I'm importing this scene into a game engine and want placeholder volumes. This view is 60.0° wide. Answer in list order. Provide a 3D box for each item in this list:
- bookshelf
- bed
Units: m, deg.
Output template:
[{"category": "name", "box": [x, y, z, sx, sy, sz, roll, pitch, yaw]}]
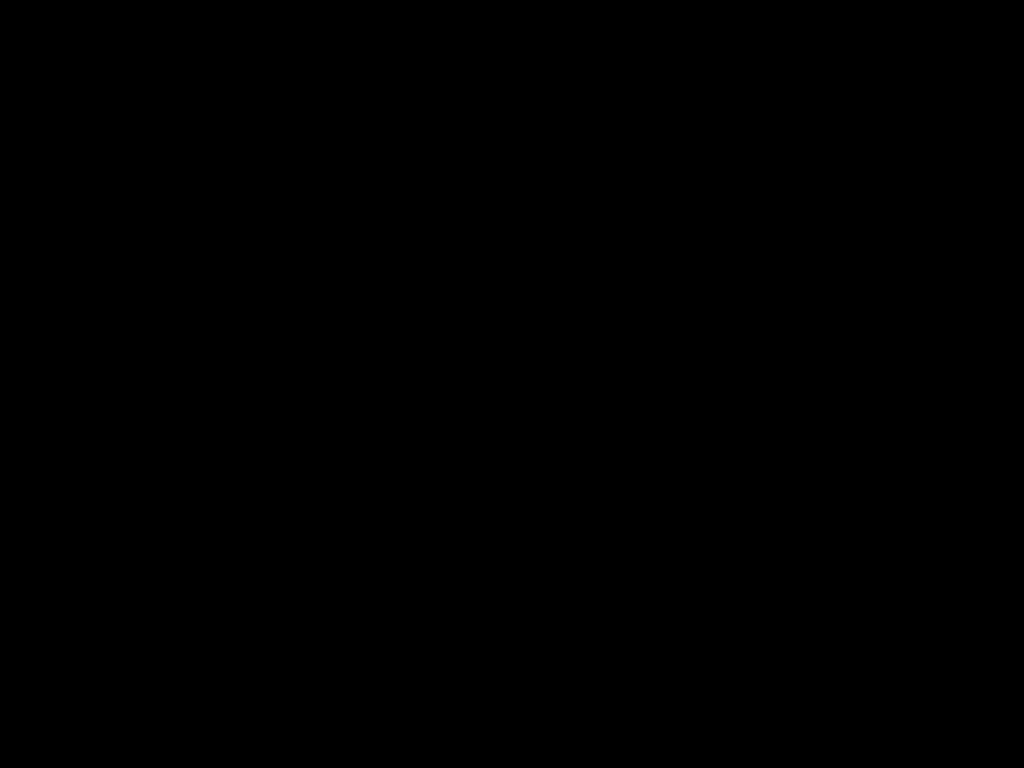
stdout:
[{"category": "bookshelf", "box": [0.682, -0.125, 0.923, 0.643, 0.303, 1.495, -1, 8, -6]}, {"category": "bed", "box": [-1.134, -0.426, 0.674, 3.009, 0.994, 2.087, -1, 8, -6]}]
